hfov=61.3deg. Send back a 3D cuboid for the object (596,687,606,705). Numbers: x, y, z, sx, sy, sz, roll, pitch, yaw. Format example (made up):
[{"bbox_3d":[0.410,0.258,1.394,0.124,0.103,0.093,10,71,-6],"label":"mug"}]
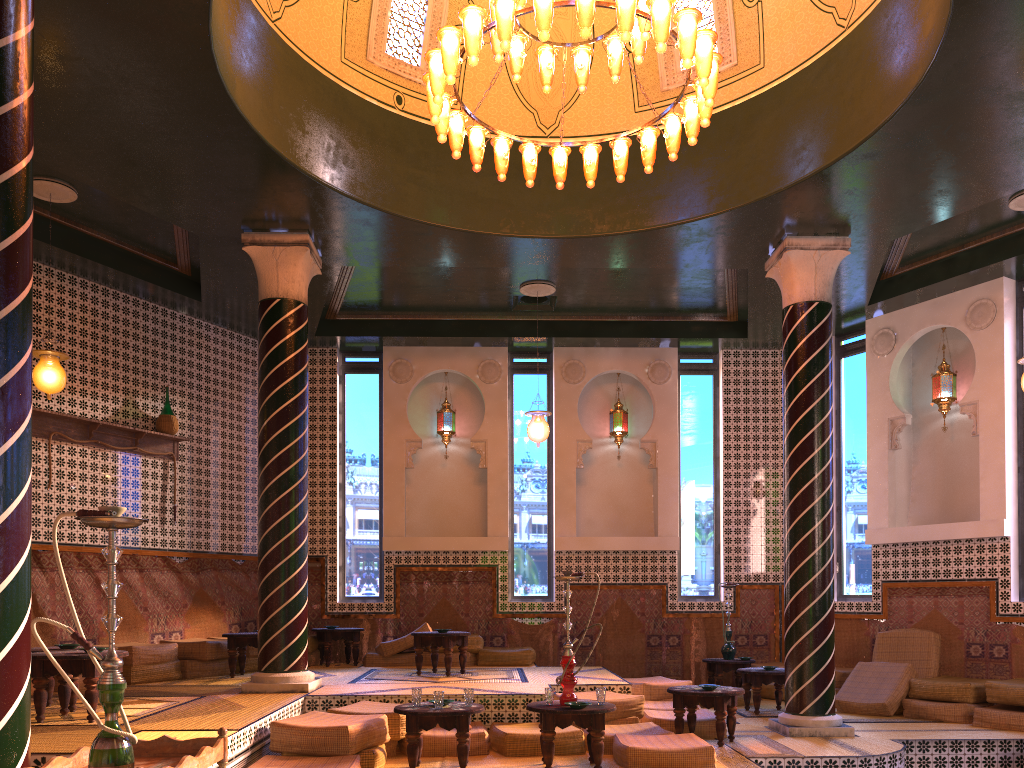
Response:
[{"bbox_3d":[0.830,2.913,8.049,0.092,0.162,0.093,2,-4,-24],"label":"object"}]

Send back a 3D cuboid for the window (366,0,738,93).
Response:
[{"bbox_3d":[0.578,-4.492,7.415,5.798,1.150,5.604,-9,-16,33],"label":"window"}]

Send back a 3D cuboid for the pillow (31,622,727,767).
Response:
[{"bbox_3d":[-2.459,3.397,9.545,10.030,1.252,10.210,0,-14,-1],"label":"pillow"}]

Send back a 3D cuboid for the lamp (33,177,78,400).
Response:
[{"bbox_3d":[-5.019,-0.976,9.387,0.519,2.306,0.522,0,-1,-13],"label":"lamp"}]

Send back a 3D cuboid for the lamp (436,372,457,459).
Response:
[{"bbox_3d":[-1.125,0.526,14.760,0.325,1.556,0.362,-1,-2,32],"label":"lamp"}]

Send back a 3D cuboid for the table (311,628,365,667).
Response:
[{"bbox_3d":[-2.793,4.226,13.867,0.840,0.583,0.859,-3,-10,16],"label":"table"}]

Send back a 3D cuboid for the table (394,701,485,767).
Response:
[{"bbox_3d":[-0.671,3.274,7.969,0.838,0.583,0.860,2,-10,-11],"label":"table"}]

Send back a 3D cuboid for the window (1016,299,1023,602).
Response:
[{"bbox_3d":[6.929,0.812,11.139,0.091,3.979,0.777,0,-1,-31],"label":"window"}]

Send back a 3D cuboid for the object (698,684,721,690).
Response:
[{"bbox_3d":[2.153,3.315,9.423,0.251,0.045,0.257,4,-14,-16],"label":"object"}]

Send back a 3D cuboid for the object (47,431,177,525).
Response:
[{"bbox_3d":[-5.345,1.311,11.669,0.060,1.033,2.022,-1,-10,28],"label":"object"}]

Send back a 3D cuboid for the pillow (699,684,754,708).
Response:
[{"bbox_3d":[3.059,4.739,13.080,0.981,0.275,0.968,7,-15,-30],"label":"pillow"}]

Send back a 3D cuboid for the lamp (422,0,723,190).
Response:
[{"bbox_3d":[0.488,-4.467,7.282,2.470,4.581,2.504,-1,-4,6],"label":"lamp"}]

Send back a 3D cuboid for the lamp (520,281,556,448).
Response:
[{"bbox_3d":[0.373,-0.236,12.434,0.519,2.306,0.522,0,-1,-13],"label":"lamp"}]

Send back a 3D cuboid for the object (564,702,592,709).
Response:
[{"bbox_3d":[0.599,2.919,7.834,0.254,0.045,0.254,-13,-18,42],"label":"object"}]

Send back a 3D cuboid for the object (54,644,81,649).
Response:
[{"bbox_3d":[-4.284,2.538,8.336,0.251,0.045,0.257,4,-14,-16],"label":"object"}]

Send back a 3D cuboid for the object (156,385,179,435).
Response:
[{"bbox_3d":[-4.912,0.380,12.306,0.303,0.718,0.302,-3,-4,40],"label":"object"}]

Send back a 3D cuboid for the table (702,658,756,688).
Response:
[{"bbox_3d":[3.497,4.743,13.925,0.838,0.583,0.860,-2,-10,8],"label":"table"}]

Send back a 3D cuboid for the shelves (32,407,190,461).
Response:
[{"bbox_3d":[-5.849,0.456,10.606,0.256,0.337,4.579,-3,-14,28],"label":"shelves"}]

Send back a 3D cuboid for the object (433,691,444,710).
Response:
[{"bbox_3d":[-0.659,2.852,7.783,0.092,0.162,0.093,2,-4,-24],"label":"object"}]

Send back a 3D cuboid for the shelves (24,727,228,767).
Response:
[{"bbox_3d":[-1.845,2.347,4.073,0.746,1.279,1.211,0,-7,0],"label":"shelves"}]

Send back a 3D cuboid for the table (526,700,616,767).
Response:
[{"bbox_3d":[0.552,3.291,8.055,0.846,0.583,0.853,7,-12,-36],"label":"table"}]

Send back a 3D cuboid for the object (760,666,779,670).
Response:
[{"bbox_3d":[3.558,3.929,11.931,0.251,0.045,0.257,-3,-14,13],"label":"object"}]

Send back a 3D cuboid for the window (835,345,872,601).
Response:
[{"bbox_3d":[5.439,1.421,13.578,0.091,3.979,0.777,0,-1,-31],"label":"window"}]

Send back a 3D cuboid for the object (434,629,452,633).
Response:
[{"bbox_3d":[-0.970,3.461,12.099,0.251,0.045,0.257,-3,-14,13],"label":"object"}]

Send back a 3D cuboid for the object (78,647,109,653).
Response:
[{"bbox_3d":[-3.744,2.386,7.731,0.251,0.045,0.257,-3,-14,13],"label":"object"}]

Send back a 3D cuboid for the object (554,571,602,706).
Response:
[{"bbox_3d":[0.603,2.370,8.059,0.463,1.246,0.302,-1,-2,15],"label":"object"}]

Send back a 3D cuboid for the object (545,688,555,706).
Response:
[{"bbox_3d":[0.350,2.912,8.037,0.092,0.162,0.093,0,-4,1],"label":"object"}]

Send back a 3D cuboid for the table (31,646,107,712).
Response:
[{"bbox_3d":[-4.401,2.871,8.402,0.847,0.583,0.852,-8,-12,37],"label":"table"}]

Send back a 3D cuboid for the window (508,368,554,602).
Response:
[{"bbox_3d":[0.316,1.724,14.743,0.774,3.980,0.091,0,-1,-1],"label":"window"}]

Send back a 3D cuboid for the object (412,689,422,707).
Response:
[{"bbox_3d":[-0.879,2.900,7.977,0.092,0.162,0.093,4,-6,-44],"label":"object"}]

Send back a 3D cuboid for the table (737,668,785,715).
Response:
[{"bbox_3d":[3.553,4.266,11.984,0.846,0.583,0.853,7,-12,-36],"label":"table"}]

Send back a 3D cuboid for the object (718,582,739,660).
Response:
[{"bbox_3d":[3.458,3.816,13.907,0.301,1.247,0.466,-1,-3,35],"label":"object"}]

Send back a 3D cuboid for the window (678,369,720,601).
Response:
[{"bbox_3d":[3.173,1.734,14.813,0.774,3.980,0.091,0,-1,-1],"label":"window"}]

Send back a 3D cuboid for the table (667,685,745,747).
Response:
[{"bbox_3d":[2.132,3.656,9.509,0.845,0.583,0.853,-7,-12,34],"label":"table"}]

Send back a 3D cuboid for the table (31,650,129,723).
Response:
[{"bbox_3d":[-3.884,2.700,7.720,0.847,0.583,0.852,-8,-12,37],"label":"table"}]

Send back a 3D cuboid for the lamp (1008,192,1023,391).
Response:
[{"bbox_3d":[5.863,-0.940,9.654,0.519,2.306,0.522,0,-1,-13],"label":"lamp"}]

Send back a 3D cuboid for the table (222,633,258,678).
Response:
[{"bbox_3d":[-3.585,3.761,11.983,0.838,0.583,0.861,-1,-10,4],"label":"table"}]

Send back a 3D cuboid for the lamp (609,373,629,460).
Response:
[{"bbox_3d":[1.837,0.540,14.853,0.361,1.557,0.326,-1,-2,32],"label":"lamp"}]

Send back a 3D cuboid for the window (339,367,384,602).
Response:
[{"bbox_3d":[-2.542,1.715,14.673,0.774,3.980,0.091,0,-1,-1],"label":"window"}]

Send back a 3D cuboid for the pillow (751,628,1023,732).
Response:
[{"bbox_3d":[5.445,3.981,11.877,1.413,1.179,5.870,5,-14,-31],"label":"pillow"}]

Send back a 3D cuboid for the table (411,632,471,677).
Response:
[{"bbox_3d":[-0.994,3.780,12.098,0.839,0.583,0.860,-2,-10,10],"label":"table"}]

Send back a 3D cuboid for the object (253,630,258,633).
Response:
[{"bbox_3d":[-3.453,3.434,11.962,0.251,0.045,0.257,-3,-14,13],"label":"object"}]

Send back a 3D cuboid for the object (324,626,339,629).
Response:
[{"bbox_3d":[-2.873,3.871,13.729,0.251,0.045,0.257,-3,-14,13],"label":"object"}]

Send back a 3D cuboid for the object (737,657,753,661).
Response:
[{"bbox_3d":[3.726,4.385,13.773,0.251,0.045,0.257,-3,-14,13],"label":"object"}]

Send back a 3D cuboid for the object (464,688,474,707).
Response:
[{"bbox_3d":[-0.400,2.902,7.988,0.092,0.162,0.093,2,-4,-24],"label":"object"}]

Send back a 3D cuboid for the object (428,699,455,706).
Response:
[{"bbox_3d":[-0.660,2.979,8.059,0.254,0.045,0.254,-13,-18,42],"label":"object"}]

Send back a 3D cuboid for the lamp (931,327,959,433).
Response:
[{"bbox_3d":[6.210,-0.078,12.406,0.361,1.557,0.326,1,-2,-28],"label":"lamp"}]

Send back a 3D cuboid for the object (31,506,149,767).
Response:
[{"bbox_3d":[-1.877,1.182,3.883,0.463,1.248,0.300,0,-2,6],"label":"object"}]
